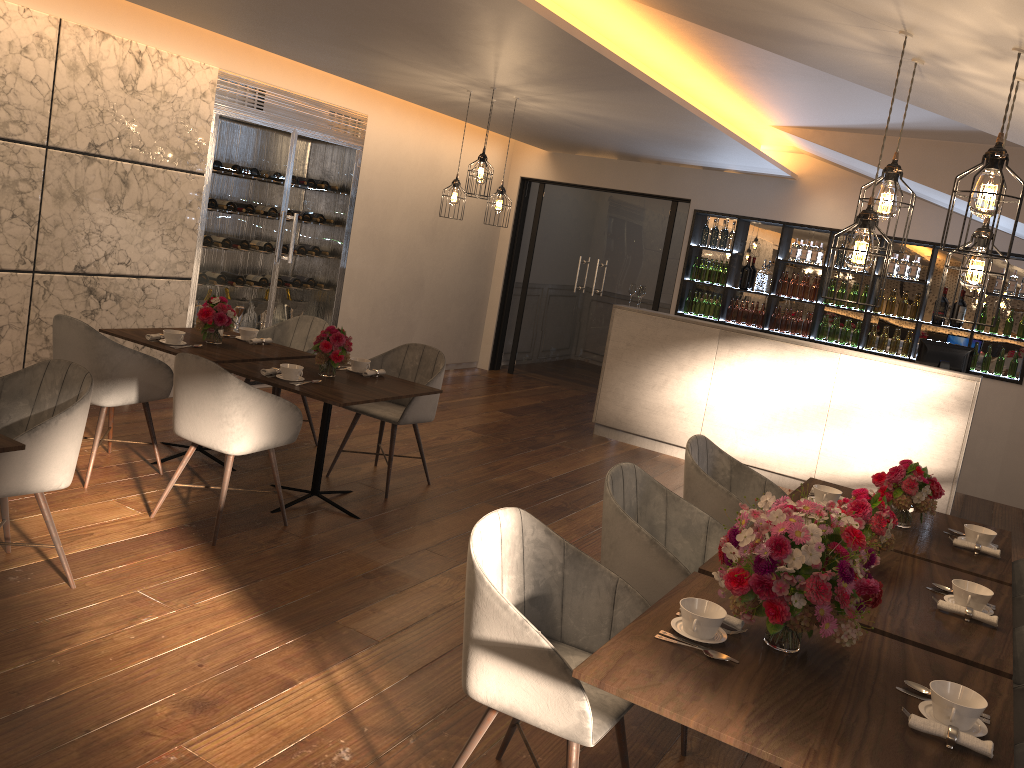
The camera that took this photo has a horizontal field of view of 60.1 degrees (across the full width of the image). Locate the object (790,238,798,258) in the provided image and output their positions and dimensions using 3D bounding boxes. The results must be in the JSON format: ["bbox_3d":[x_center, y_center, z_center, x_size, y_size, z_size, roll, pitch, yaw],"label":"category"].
[{"bbox_3d":[2.859,-1.372,8.945,0.070,0.207,0.040,13,7,28],"label":"object"}]

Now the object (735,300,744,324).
[{"bbox_3d":[2.390,-0.755,9.255,0.065,0.260,0.066,10,7,7],"label":"object"}]

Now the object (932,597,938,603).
[{"bbox_3d":[1.440,0.722,2.819,0.193,0.024,0.025,15,10,28],"label":"object"}]

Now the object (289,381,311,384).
[{"bbox_3d":[-1.092,-0.009,4.658,0.022,0.004,0.211,15,11,28],"label":"object"}]

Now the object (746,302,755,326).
[{"bbox_3d":[2.484,-0.730,9.203,0.065,0.260,0.066,10,7,7],"label":"object"}]

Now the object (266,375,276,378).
[{"bbox_3d":[-1.233,-0.054,4.717,0.025,0.024,0.193,14,10,28],"label":"object"}]

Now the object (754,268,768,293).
[{"bbox_3d":[2.579,-1.083,9.141,0.108,0.280,0.109,8,7,-15],"label":"object"}]

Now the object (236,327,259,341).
[{"bbox_3d":[-1.685,-0.315,5.655,0.148,0.072,0.149,2,12,-39],"label":"object"}]

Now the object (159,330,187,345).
[{"bbox_3d":[-1.952,-0.266,5.107,0.148,0.072,0.149,7,9,-19],"label":"object"}]

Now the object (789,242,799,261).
[{"bbox_3d":[2.853,-1.336,8.949,0.070,0.189,0.041,13,7,28],"label":"object"}]

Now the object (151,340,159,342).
[{"bbox_3d":[-2.020,-0.262,5.156,0.025,0.024,0.193,14,10,28],"label":"object"}]

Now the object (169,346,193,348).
[{"bbox_3d":[-1.878,-0.217,5.096,0.022,0.004,0.211,15,11,28],"label":"object"}]

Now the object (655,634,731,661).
[{"bbox_3d":[0.453,0.663,2.223,0.198,0.015,0.043,14,10,25],"label":"object"}]

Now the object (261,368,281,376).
[{"bbox_3d":[-1.266,-0.068,4.725,0.056,0.039,0.176,14,10,28],"label":"object"}]

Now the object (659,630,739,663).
[{"bbox_3d":[0.475,0.667,2.251,0.212,0.004,0.022,15,11,28],"label":"object"}]

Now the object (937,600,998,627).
[{"bbox_3d":[1.433,0.720,2.784,0.176,0.039,0.056,15,10,28],"label":"object"}]

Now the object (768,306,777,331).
[{"bbox_3d":[2.687,-0.677,9.090,0.065,0.260,0.066,10,7,7],"label":"object"}]

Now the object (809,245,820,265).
[{"bbox_3d":[3.025,-1.291,8.853,0.070,0.189,0.041,13,7,28],"label":"object"}]

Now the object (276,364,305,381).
[{"bbox_3d":[-1.165,-0.058,4.668,0.148,0.072,0.149,7,9,-19],"label":"object"}]

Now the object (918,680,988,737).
[{"bbox_3d":[1.035,0.758,2.068,0.148,0.072,0.149,7,9,-19],"label":"object"}]

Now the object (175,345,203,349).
[{"bbox_3d":[-1.857,-0.216,5.077,0.043,0.015,0.197,15,11,31],"label":"object"}]

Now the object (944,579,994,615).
[{"bbox_3d":[1.491,0.696,2.881,0.148,0.072,0.149,7,9,-19],"label":"object"}]

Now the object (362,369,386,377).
[{"bbox_3d":[-0.803,-0.065,5.164,0.056,0.039,0.176,14,10,28],"label":"object"}]

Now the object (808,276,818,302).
[{"bbox_3d":[3.031,-0.955,8.891,0.065,0.260,0.066,10,7,7],"label":"object"}]

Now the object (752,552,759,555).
[{"bbox_3d":[0.909,0.601,3.036,0.198,0.015,0.043,14,10,25],"label":"object"}]

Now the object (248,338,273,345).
[{"bbox_3d":[-1.590,-0.273,5.602,0.056,0.039,0.176,14,10,28],"label":"object"}]

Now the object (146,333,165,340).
[{"bbox_3d":[-2.053,-0.275,5.163,0.056,0.039,0.176,14,10,28],"label":"object"}]

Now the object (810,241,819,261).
[{"bbox_3d":[3.031,-1.326,8.849,0.070,0.207,0.040,13,7,28],"label":"object"}]

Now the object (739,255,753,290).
[{"bbox_3d":[2.445,-1.159,9.221,0.104,0.357,0.105,10,7,0],"label":"object"}]

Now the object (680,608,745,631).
[{"bbox_3d":[0.549,0.632,2.429,0.176,0.039,0.056,15,10,28],"label":"object"}]

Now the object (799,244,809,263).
[{"bbox_3d":[2.939,-1.314,8.901,0.070,0.189,0.041,13,7,28],"label":"object"}]

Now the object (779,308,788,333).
[{"bbox_3d":[2.781,-0.652,9.037,0.065,0.260,0.066,10,7,7],"label":"object"}]

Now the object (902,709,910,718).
[{"bbox_3d":[0.984,0.784,2.006,0.193,0.024,0.025,15,10,28],"label":"object"}]

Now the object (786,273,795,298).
[{"bbox_3d":[2.841,-1.005,8.997,0.065,0.260,0.066,10,7,7],"label":"object"}]

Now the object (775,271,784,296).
[{"bbox_3d":[2.747,-1.030,9.050,0.065,0.260,0.066,10,7,7],"label":"object"}]

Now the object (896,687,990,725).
[{"bbox_3d":[1.045,0.780,2.153,0.212,0.004,0.022,15,11,28],"label":"object"}]

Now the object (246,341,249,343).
[{"bbox_3d":[-1.626,-0.273,5.611,0.025,0.024,0.193,14,10,28],"label":"object"}]

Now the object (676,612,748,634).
[{"bbox_3d":[0.539,0.643,2.395,0.193,0.024,0.025,15,10,28],"label":"object"}]

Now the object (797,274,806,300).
[{"bbox_3d":[2.936,-0.980,8.944,0.065,0.260,0.066,10,7,7],"label":"object"}]

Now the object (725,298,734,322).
[{"bbox_3d":[2.295,-0.780,9.308,0.065,0.260,0.066,10,7,7],"label":"object"}]

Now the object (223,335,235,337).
[{"bbox_3d":[-1.790,-0.309,5.691,0.043,0.015,0.197,15,11,31],"label":"object"}]

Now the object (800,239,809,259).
[{"bbox_3d":[2.945,-1.349,8.897,0.070,0.207,0.040,13,7,28],"label":"object"}]

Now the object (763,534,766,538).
[{"bbox_3d":[1.005,0.569,3.242,0.176,0.039,0.056,15,10,28],"label":"object"}]

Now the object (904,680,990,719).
[{"bbox_3d":[1.069,0.774,2.179,0.198,0.015,0.043,14,10,25],"label":"object"}]

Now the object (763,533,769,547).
[{"bbox_3d":[0.953,0.561,3.140,0.148,0.072,0.149,7,9,-19],"label":"object"}]

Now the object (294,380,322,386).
[{"bbox_3d":[-1.064,-0.006,4.635,0.043,0.015,0.198,14,10,24],"label":"object"}]

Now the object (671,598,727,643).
[{"bbox_3d":[0.496,0.623,2.327,0.148,0.072,0.149,7,9,-19],"label":"object"}]

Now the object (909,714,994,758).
[{"bbox_3d":[0.977,0.782,1.971,0.176,0.039,0.056,15,10,28],"label":"object"}]

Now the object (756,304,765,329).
[{"bbox_3d":[2.579,-0.705,9.150,0.065,0.260,0.066,10,7,7],"label":"object"}]
